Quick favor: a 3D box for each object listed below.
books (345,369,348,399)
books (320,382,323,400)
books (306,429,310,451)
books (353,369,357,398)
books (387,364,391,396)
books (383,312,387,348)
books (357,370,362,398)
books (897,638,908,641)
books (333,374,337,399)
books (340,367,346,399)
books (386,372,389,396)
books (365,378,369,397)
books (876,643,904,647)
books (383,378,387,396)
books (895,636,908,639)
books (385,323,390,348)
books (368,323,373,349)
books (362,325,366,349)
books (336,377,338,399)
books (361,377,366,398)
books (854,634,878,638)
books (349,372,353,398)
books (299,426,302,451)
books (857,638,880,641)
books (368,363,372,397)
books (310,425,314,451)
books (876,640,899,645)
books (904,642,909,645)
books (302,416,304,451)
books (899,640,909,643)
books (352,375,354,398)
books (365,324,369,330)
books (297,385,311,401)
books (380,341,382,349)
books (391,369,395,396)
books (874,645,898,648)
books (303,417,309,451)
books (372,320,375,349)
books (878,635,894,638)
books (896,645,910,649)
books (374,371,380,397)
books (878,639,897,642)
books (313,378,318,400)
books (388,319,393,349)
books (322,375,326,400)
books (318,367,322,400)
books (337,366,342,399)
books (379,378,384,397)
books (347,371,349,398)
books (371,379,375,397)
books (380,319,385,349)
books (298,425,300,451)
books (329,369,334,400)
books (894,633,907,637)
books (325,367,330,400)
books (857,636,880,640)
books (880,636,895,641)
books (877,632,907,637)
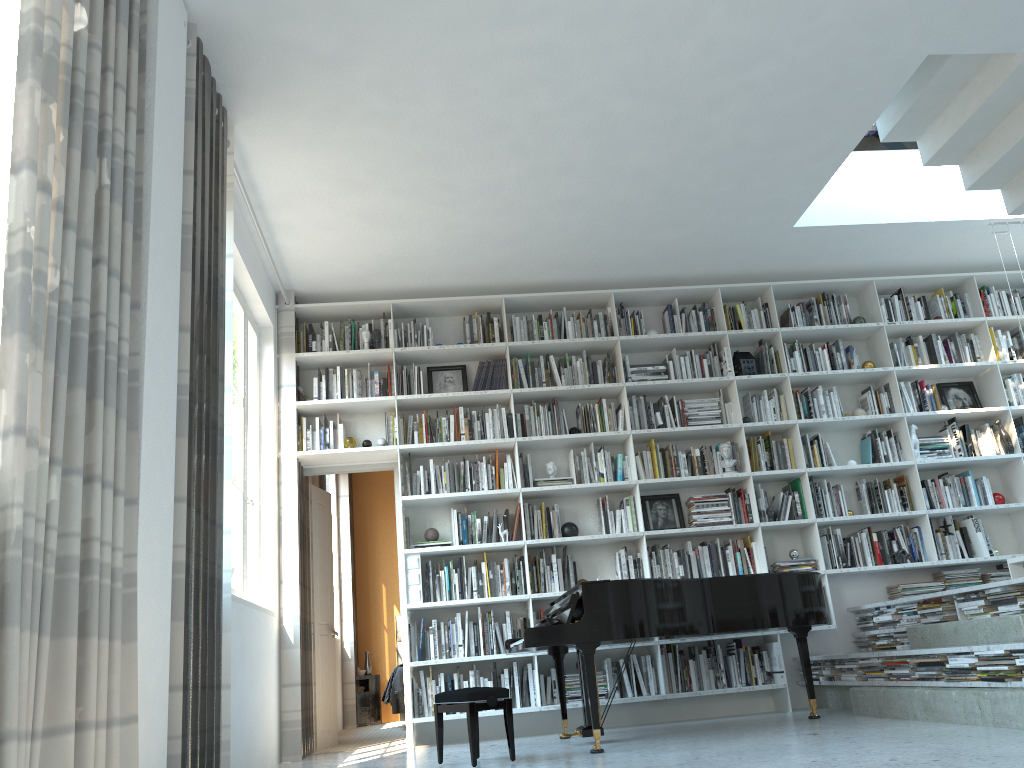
[{"bbox_3d":[-1.218,0.042,6.569,0.013,0.268,0.162,-3,-18,-6],"label":"books"},{"bbox_3d":[-1.399,0.096,6.561,0.024,0.191,0.138,-3,-18,-6],"label":"books"},{"bbox_3d":[-1.464,0.442,6.429,0.029,0.196,0.161,-3,-18,-6],"label":"books"},{"bbox_3d":[-1.154,0.042,6.572,0.025,0.260,0.167,-3,-18,-6],"label":"books"},{"bbox_3d":[-0.911,0.015,6.613,0.014,0.293,0.173,-3,-18,-6],"label":"books"},{"bbox_3d":[-0.959,-0.354,6.722,0.014,0.336,0.168,-3,-18,-6],"label":"books"},{"bbox_3d":[-1.126,0.045,6.573,0.030,0.250,0.166,-3,-18,-6],"label":"books"},{"bbox_3d":[2.620,1.634,5.706,0.156,0.017,0.264,-2,-18,-10],"label":"books"},{"bbox_3d":[-1.304,0.066,6.569,0.024,0.238,0.156,-3,-18,-6],"label":"books"},{"bbox_3d":[-1.245,0.035,6.577,0.037,0.291,0.156,-3,-18,-6],"label":"books"},{"bbox_3d":[-0.923,0.048,6.614,0.014,0.235,0.144,-3,-18,-6],"label":"books"},{"bbox_3d":[-1.069,0.075,6.596,0.029,0.197,0.144,-3,-18,-6],"label":"books"},{"bbox_3d":[2.603,1.757,5.993,0.160,0.014,0.269,-3,-18,-7],"label":"books"},{"bbox_3d":[-0.940,0.067,6.592,0.026,0.187,0.155,-3,-18,-6],"label":"books"},{"bbox_3d":[2.615,1.622,5.709,0.178,0.009,0.277,-4,-18,-5],"label":"books"},{"bbox_3d":[-0.937,-0.316,6.718,0.025,0.258,0.139,-3,-18,-6],"label":"books"},{"bbox_3d":[-1.062,-0.310,6.700,0.027,0.258,0.147,-3,-18,-6],"label":"books"},{"bbox_3d":[-1.108,-0.302,6.687,0.025,0.243,0.168,-3,-18,-6],"label":"books"},{"bbox_3d":[-1.285,0.076,6.557,0.010,0.208,0.165,-3,-18,-6],"label":"books"},{"bbox_3d":[-1.097,0.067,6.587,0.028,0.211,0.139,-3,-18,-6],"label":"books"},{"bbox_3d":[2.563,1.790,6.308,0.174,0.009,0.241,-4,-18,-4],"label":"books"},{"bbox_3d":[-1.188,0.052,6.568,0.021,0.243,0.174,-3,-18,-6],"label":"books"},{"bbox_3d":[-1.521,0.431,6.419,0.013,0.221,0.163,-3,-18,-6],"label":"books"},{"bbox_3d":[2.569,1.812,6.302,0.159,0.009,0.211,-5,-18,-2],"label":"books"},{"bbox_3d":[-1.052,0.016,6.590,0.012,0.302,0.189,-3,-18,-6],"label":"books"},{"bbox_3d":[-1.445,0.428,6.426,0.010,0.219,0.182,-3,-18,-6],"label":"books"},{"bbox_3d":[2.589,1.744,5.996,0.180,0.016,0.183,-2,-18,-9],"label":"books"},{"bbox_3d":[2.633,1.660,5.699,0.138,0.014,0.215,-5,-18,-2],"label":"books"},{"bbox_3d":[-1.513,0.400,6.454,0.013,0.302,0.135,-3,-18,-6],"label":"books"},{"bbox_3d":[2.626,1.647,5.702,0.161,0.012,0.255,-4,-18,-5],"label":"books"},{"bbox_3d":[-1.174,0.067,6.595,0.011,0.230,0.135,-3,-18,-6],"label":"books"},{"bbox_3d":[-1.086,-0.305,6.700,0.021,0.252,0.179,-3,-18,-6],"label":"books"},{"bbox_3d":[-1.516,0.109,6.543,0.121,0.175,0.130,-3,-18,-6],"label":"books"},{"bbox_3d":[-0.996,-0.277,6.700,0.028,0.184,0.168,-3,-18,-6],"label":"books"},{"bbox_3d":[-0.886,0.031,6.627,0.037,0.267,0.113,-3,-18,-6],"label":"books"},{"bbox_3d":[2.586,1.769,5.987,0.187,0.009,0.262,-4,-18,-3],"label":"books"},{"bbox_3d":[-1.493,0.401,6.431,0.023,0.280,0.171,-3,-18,-6],"label":"books"},{"bbox_3d":[-1.044,-0.323,6.719,0.013,0.291,0.155,-3,-18,-6],"label":"books"},{"bbox_3d":[2.600,1.705,6.009,0.144,0.009,0.250,-5,-18,-2],"label":"books"},{"bbox_3d":[2.609,1.681,5.690,0.189,0.028,0.203,-2,-18,-11],"label":"books"},{"bbox_3d":[-0.996,0.046,6.579,0.029,0.228,0.192,-3,-18,-6],"label":"books"},{"bbox_3d":[2.601,1.731,6.001,0.159,0.009,0.229,-4,-18,-5],"label":"books"},{"bbox_3d":[-1.439,0.082,6.547,0.034,0.217,0.167,-3,-18,-6],"label":"books"},{"bbox_3d":[-0.909,-0.326,6.685,0.024,0.251,0.235,-3,-18,-6],"label":"books"},{"bbox_3d":[-1.375,0.070,6.544,0.022,0.227,0.172,-3,-18,-6],"label":"books"},{"bbox_3d":[-1.420,0.044,6.563,0.011,0.295,0.163,-3,-18,-6],"label":"books"},{"bbox_3d":[-1.271,0.034,6.555,0.021,0.285,0.179,-3,-18,-6],"label":"books"},{"bbox_3d":[-0.968,0.069,6.604,0.029,0.195,0.147,-3,-18,-6],"label":"books"},{"bbox_3d":[-1.205,0.051,6.566,0.012,0.248,0.192,-3,-18,-6],"label":"books"},{"bbox_3d":[-1.026,0.077,6.590,0.031,0.182,0.151,-3,-18,-6],"label":"books"},{"bbox_3d":[-0.975,-0.327,6.717,0.022,0.285,0.176,-3,-18,-6],"label":"books"},{"bbox_3d":[-1.534,0.429,6.418,0.013,0.227,0.179,-3,-18,-6],"label":"books"},{"bbox_3d":[-1.332,0.044,6.575,0.028,0.287,0.133,-3,-18,-6],"label":"books"},{"bbox_3d":[2.608,1.610,5.713,0.181,0.017,0.251,-2,-18,-9],"label":"books"},{"bbox_3d":[-1.355,0.041,6.550,0.023,0.281,0.186,-3,-18,-6],"label":"books"},{"bbox_3d":[2.570,1.800,6.306,0.152,0.015,0.208,-5,-18,-1],"label":"books"},{"bbox_3d":[2.606,1.718,6.006,0.137,0.018,0.201,-2,-18,-10],"label":"books"},{"bbox_3d":[2.601,1.695,6.013,0.149,0.014,0.229,-3,-18,-8],"label":"books"}]
